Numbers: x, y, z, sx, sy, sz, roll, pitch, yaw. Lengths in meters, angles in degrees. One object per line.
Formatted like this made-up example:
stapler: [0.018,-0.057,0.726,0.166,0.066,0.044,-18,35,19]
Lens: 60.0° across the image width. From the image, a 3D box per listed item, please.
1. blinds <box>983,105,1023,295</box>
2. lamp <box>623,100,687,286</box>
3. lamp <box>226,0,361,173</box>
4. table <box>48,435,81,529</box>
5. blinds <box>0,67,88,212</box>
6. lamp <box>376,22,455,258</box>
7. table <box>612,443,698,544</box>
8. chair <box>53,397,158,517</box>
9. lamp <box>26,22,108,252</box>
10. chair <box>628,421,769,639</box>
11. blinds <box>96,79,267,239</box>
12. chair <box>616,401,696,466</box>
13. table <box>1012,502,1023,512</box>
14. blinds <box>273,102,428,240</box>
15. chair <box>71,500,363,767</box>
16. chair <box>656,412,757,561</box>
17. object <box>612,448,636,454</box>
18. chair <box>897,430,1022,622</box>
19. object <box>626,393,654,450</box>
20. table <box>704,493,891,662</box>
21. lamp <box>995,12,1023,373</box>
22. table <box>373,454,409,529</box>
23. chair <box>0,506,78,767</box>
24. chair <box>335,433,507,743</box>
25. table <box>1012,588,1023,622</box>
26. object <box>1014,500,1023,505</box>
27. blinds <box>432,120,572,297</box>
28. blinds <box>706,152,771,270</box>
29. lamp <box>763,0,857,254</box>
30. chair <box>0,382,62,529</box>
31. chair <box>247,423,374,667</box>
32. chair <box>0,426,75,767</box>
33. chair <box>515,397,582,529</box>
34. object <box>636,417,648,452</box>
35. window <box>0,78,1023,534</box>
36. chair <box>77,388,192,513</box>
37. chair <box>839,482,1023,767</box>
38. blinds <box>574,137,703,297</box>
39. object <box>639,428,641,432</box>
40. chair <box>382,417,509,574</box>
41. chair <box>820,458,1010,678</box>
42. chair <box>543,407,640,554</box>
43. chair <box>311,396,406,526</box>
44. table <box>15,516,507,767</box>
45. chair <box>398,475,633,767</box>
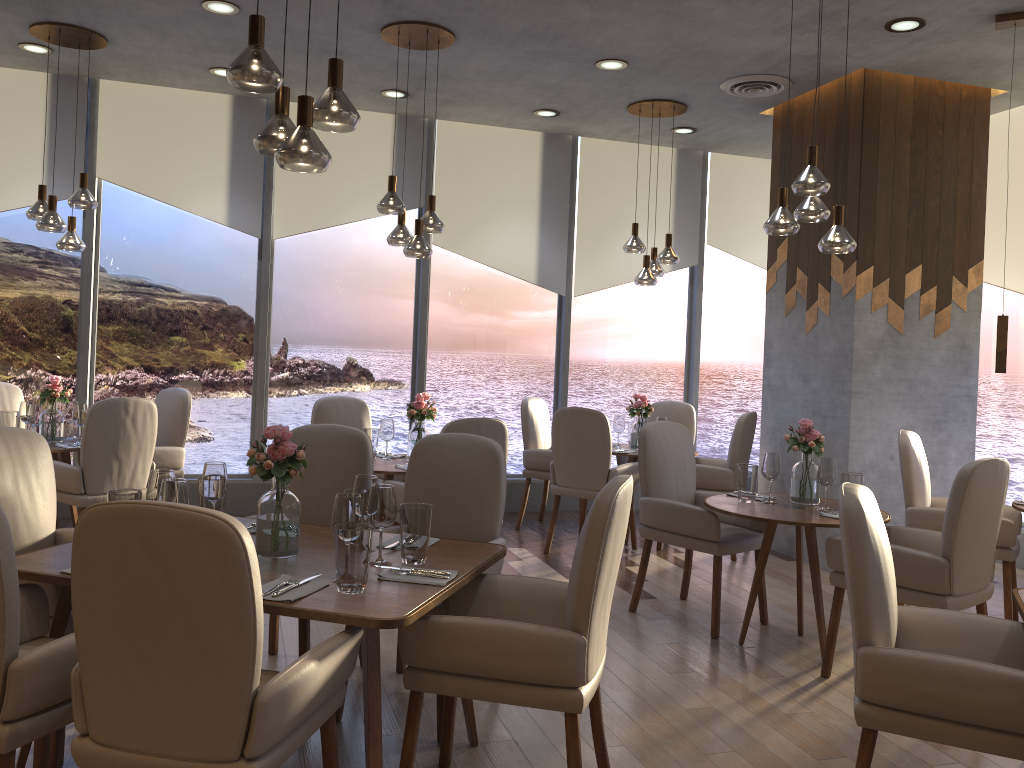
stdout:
blinds: [3.469,-1.919,6.509,0.007,2.680,1.174,2,0,-17]
lamp: [1.048,-1.383,6.573,0.439,1.326,0.439,3,0,40]
lamp: [-0.675,-1.327,2.817,0.439,1.326,0.439,2,0,-12]
table: [-2.872,0.691,5.512,0.833,0.662,0.834,2,1,-18]
blinds: [-3.632,-2.362,6.272,1.173,2.680,0.007,2,0,-17]
lamp: [-0.585,-1.407,5.262,0.439,1.326,0.439,2,0,-15]
table: [0.940,0.814,6.565,0.833,0.662,0.834,2,1,-31]
chair: [-2.396,0.557,5.122,0.600,1.000,0.528,3,1,36]
lamp: [-2.785,-1.507,5.519,0.439,1.326,0.439,2,0,-24]
chair: [0.973,0.715,4.622,0.528,1.000,0.600,2,1,-41]
blinds: [-2.435,-2.470,6.638,1.173,2.680,0.007,2,0,-17]
chair: [1.164,0.640,7.049,0.528,1.000,0.599,3,1,31]
table: [2.946,0.972,4.400,0.834,0.662,0.834,2,1,3]
blinds: [-1.229,-2.432,7.009,1.173,2.680,0.007,2,0,-17]
chair: [-0.694,0.732,2.087,0.528,1.000,0.600,2,1,12]
chair: [1.398,0.676,6.273,0.600,1.000,0.528,3,1,27]
object: [0.788,0.475,6.341,0.157,0.019,0.255,3,2,29]
chair: [2.382,0.769,4.754,0.600,1.000,0.528,3,1,33]
object: [0.950,0.275,6.578,0.210,0.416,0.198,3,0,20]
table: [1.320,0.912,4.183,0.833,0.662,0.834,1,2,-43]
lamp: [3.018,-0.925,4.394,1.162,1.931,0.118,3,0,28]
table: [-0.686,0.792,5.238,0.834,0.662,0.833,3,1,33]
chair: [-1.244,0.704,2.233,0.528,1.000,0.599,3,1,19]
chair: [-0.317,0.704,3.348,0.528,1.000,0.599,3,1,19]
table: [1.956,1.008,2.086,1.308,0.666,0.964,3,2,24]
object: [2.736,0.616,4.572,0.255,0.019,0.157,3,2,27]
blinds: [-0.049,-2.098,7.376,1.173,2.680,0.007,2,0,-17]
blinds: [2.343,-2.215,8.109,1.173,2.680,0.007,2,0,-17]
lamp: [1.431,-1.286,4.200,0.439,1.326,0.439,2,0,-10]
chair: [-3.323,0.495,5.821,0.600,1.000,0.528,3,1,35]
chair: [-0.858,0.676,3.513,0.528,1.000,0.599,3,1,14]
chair: [-1.580,0.663,3.012,0.600,1.000,0.528,3,1,19]
chair: [0.374,0.615,6.818,0.600,1.000,0.528,3,1,26]
object: [0.940,0.366,6.416,0.092,0.244,0.092,2,0,-36]
window: [1.037,-0.639,4.839,16.131,3.199,8.059,3,2,28]
chair: [-2.506,0.525,5.925,0.528,1.000,0.599,3,1,39]
chair: [1.187,0.799,2.406,0.600,1.000,0.528,3,1,26]
blinds: [1.143,-2.061,7.742,1.173,2.680,0.007,2,0,-17]
object: [0.954,0.403,6.308,0.102,0.178,0.102,2,1,-45]
chair: [-0.349,0.655,4.767,0.528,1.000,0.600,2,1,-36]
chair: [1.706,0.776,3.722,0.528,1.000,0.600,2,1,-40]
chair: [0.559,0.648,6.058,0.528,1.000,0.599,3,1,30]
chair: [-1.011,0.594,5.721,0.528,1.000,0.600,2,1,-37]
table: [-0.776,0.870,2.797,1.307,0.666,0.965,3,1,16]
chair: [0.028,0.745,2.569,0.600,1.000,0.528,3,1,14]
